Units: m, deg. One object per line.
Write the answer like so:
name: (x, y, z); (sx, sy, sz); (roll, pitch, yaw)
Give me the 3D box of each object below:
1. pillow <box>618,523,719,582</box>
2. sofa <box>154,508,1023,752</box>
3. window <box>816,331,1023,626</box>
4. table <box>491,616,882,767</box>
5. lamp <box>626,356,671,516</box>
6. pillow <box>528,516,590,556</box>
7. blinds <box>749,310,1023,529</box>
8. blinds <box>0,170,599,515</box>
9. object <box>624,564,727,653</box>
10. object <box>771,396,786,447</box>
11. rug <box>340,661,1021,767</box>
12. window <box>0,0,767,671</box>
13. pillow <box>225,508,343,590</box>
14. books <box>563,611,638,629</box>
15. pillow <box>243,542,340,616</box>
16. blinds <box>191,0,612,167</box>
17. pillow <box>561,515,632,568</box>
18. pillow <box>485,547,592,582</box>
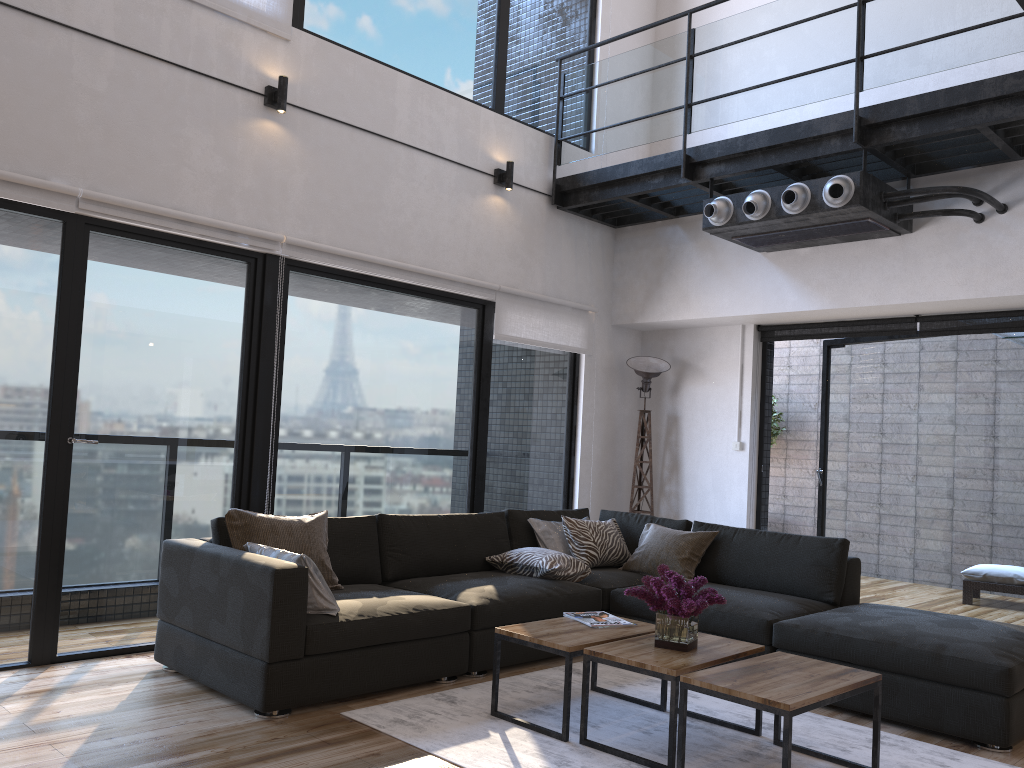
pillow: (0.917, 1.001, 5.258); (0.547, 0.309, 0.273); (-1, -5, 44)
sofa: (0.503, 1.051, 4.089); (2.999, 0.700, 3.046); (-1, -5, 45)
window: (2.957, 0.636, 5.787); (0.100, 2.049, 2.449); (5, -4, -28)
table: (0.626, 1.181, 3.365); (1.298, 0.350, 0.698); (-1, -5, 45)
lamp: (0.784, 0.653, 6.237); (0.425, 1.826, 1.470); (1, -4, 30)
pillow: (0.369, 0.983, 5.503); (0.612, 0.293, 0.234); (7, -5, -45)
blinds: (3.634, 0.636, 5.495); (3.861, 2.050, 1.830); (3, -3, -1)
blinds: (-1.246, 0.223, 4.701); (0.095, 2.042, 5.373); (0, -5, 45)
object: (0.642, 0.838, 3.411); (0.342, 0.342, 0.375); (6, -5, -44)
object: (2.502, 0.943, 9.527); (0.812, 1.861, 0.801); (3, -3, -2)
rug: (0.647, 1.356, 3.333); (2.113, 0.003, 1.638); (-1, -5, 45)
window: (-0.147, -1.263, 3.461); (5.663, 5.562, 13.409); (0, -5, 45)
pillow: (-1.060, 0.773, 4.101); (0.265, 0.382, 0.610); (0, -5, 45)
books: (0.378, 1.018, 3.835); (0.229, 0.013, 0.295); (5, -4, -24)
pillow: (-0.930, 0.822, 3.754); (0.212, 0.265, 0.498); (6, -5, -44)
blinds: (-2.148, -2.810, 2.470); (1.995, 2.973, 10.214); (2, -4, 23)
pillow: (0.526, 0.964, 5.440); (0.532, 0.314, 0.250); (6, -5, -41)
pillow: (0.143, 1.022, 5.015); (0.531, 0.177, 0.356); (-1, -5, 43)
